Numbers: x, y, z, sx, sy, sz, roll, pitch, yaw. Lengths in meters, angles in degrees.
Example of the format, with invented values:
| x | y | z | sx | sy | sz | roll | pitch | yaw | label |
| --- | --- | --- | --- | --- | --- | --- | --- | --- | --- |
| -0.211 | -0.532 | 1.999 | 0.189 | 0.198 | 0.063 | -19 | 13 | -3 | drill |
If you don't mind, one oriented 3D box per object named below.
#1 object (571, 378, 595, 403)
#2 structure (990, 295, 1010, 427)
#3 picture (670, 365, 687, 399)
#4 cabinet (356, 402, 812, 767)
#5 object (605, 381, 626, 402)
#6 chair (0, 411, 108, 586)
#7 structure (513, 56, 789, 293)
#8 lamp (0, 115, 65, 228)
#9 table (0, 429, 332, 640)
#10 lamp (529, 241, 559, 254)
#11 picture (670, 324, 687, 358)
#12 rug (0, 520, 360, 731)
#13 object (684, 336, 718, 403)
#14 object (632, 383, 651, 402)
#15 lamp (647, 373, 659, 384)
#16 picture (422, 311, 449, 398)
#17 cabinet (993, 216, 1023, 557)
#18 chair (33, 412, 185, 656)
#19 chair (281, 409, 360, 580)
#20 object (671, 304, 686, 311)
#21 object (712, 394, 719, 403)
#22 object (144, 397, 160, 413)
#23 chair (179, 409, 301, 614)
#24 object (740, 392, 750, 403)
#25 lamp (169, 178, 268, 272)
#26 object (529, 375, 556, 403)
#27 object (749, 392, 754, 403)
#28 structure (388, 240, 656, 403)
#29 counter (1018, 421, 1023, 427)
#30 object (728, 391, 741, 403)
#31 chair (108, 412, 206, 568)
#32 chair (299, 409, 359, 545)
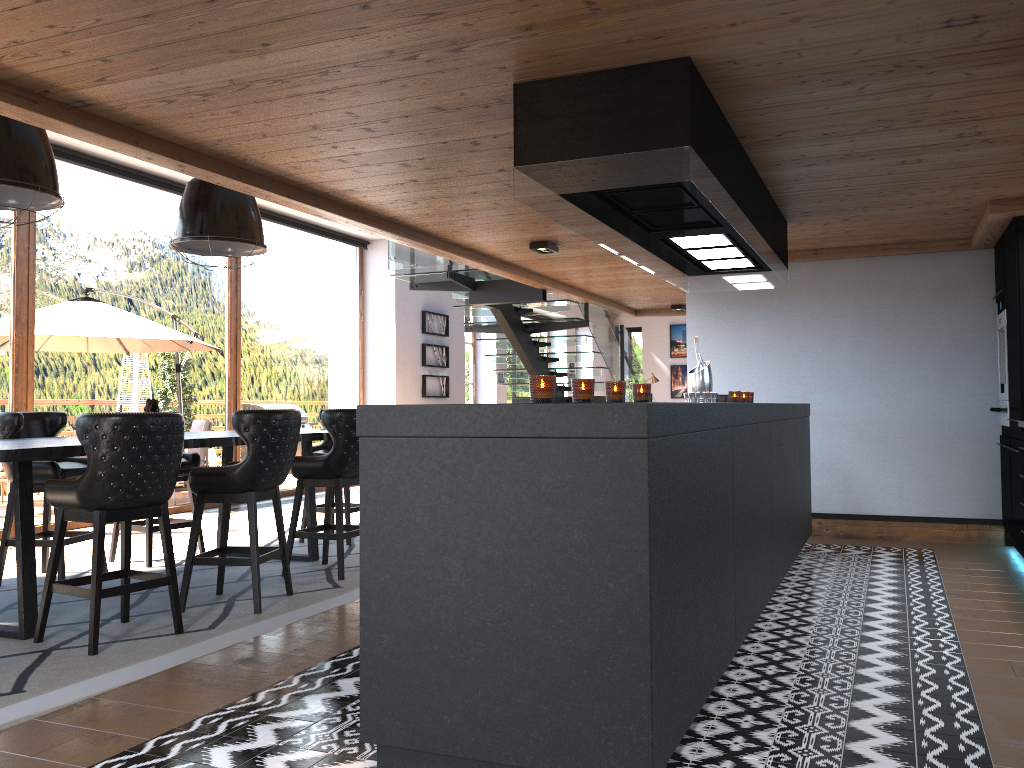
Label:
| x | y | z | sx | sy | sz | roll | pitch | yaw | label |
| --- | --- | --- | --- | --- | --- | --- | --- | --- | --- |
| 0.235 | 0.023 | 2.926 | 0.080 | 0.081 | 0.078 | 0 | -2 | -22 | object |
| 3.699 | -0.159 | 6.570 | 0.253 | 0.946 | 0.602 | -1 | -2 | 23 | structure |
| 4.294 | -0.058 | 21.575 | 0.872 | 0.816 | 0.036 | -1 | -2 | 22 | picture |
| 0.906 | 0.657 | 4.661 | 0.881 | 1.104 | 4.840 | -1 | -2 | 23 | cabinet |
| 0.381 | 0.031 | 3.266 | 0.080 | 0.081 | 0.078 | 0 | -2 | -22 | object |
| -2.978 | 0.720 | 5.653 | 0.567 | 1.092 | 0.505 | -1 | -2 | 7 | chair |
| 0.977 | -0.944 | 4.895 | 0.705 | 0.476 | 3.277 | -1 | -2 | 23 | structure |
| -2.606 | -3.138 | 4.525 | 0.627 | 4.687 | 0.616 | 0 | -2 | -22 | lamp |
| -2.172 | 0.799 | 5.454 | 1.417 | 0.950 | 3.828 | -1 | -2 | 23 | table |
| 0.253 | -1.084 | 7.003 | 0.154 | 0.068 | 0.263 | -1 | -2 | 23 | lamp |
| 4.286 | -1.052 | 21.614 | 0.872 | 0.816 | 0.036 | -1 | -2 | 22 | picture |
| -1.984 | 1.260 | 5.712 | 2.530 | 0.047 | 5.678 | -1 | -2 | 23 | rug |
| 1.257 | -0.091 | 5.930 | 0.224 | 0.453 | 0.227 | -1 | -2 | 23 | object |
| 0.527 | 0.039 | 3.605 | 0.080 | 0.081 | 0.078 | 0 | -2 | -22 | object |
| 2.916 | 0.678 | 20.864 | 0.521 | 1.900 | 1.338 | -3 | -3 | 44 | lamp |
| -1.178 | -0.445 | 13.719 | 0.058 | 1.313 | 0.780 | -1 | -2 | 23 | picture |
| 2.715 | -0.020 | 3.804 | 0.538 | 2.381 | 6.483 | -1 | -2 | 23 | cabinet |
| -1.855 | 0.682 | 4.201 | 0.562 | 1.092 | 0.509 | -2 | -3 | 32 | chair |
| -1.130 | 0.709 | 5.846 | 0.563 | 1.092 | 0.508 | -1 | -2 | 22 | chair |
| 2.145 | -0.984 | 11.395 | 0.154 | 0.068 | 0.263 | -1 | -2 | 23 | object |
| 1.550 | 0.115 | 6.815 | 0.080 | 0.081 | 0.078 | 1 | -2 | -32 | object |
| -2.295 | 0.207 | 5.473 | 0.222 | 0.254 | 0.115 | 0 | -2 | -15 | object |
| -1.469 | 0.688 | 4.936 | 0.567 | 1.092 | 0.505 | -1 | -2 | 7 | chair |
| 1.590 | 0.095 | 6.071 | 0.079 | 0.081 | 0.079 | 0 | -2 | -12 | object |
| -1.971 | -3.105 | 6.000 | 0.627 | 4.687 | 0.616 | 0 | -2 | -22 | lamp |
| 0.089 | 0.016 | 2.587 | 0.080 | 0.081 | 0.078 | 0 | -2 | -22 | object |
| 1.665 | 0.099 | 6.247 | 0.079 | 0.081 | 0.079 | 0 | -2 | -12 | object |
| -1.751 | 1.018 | 11.089 | 9.131 | 6.401 | 11.116 | -1 | -2 | 23 | structure |
| 2.976 | 0.222 | 4.393 | 0.527 | 0.040 | 2.588 | -1 | -2 | 23 | counter |
| 1.437 | 0.087 | 5.716 | 0.079 | 0.081 | 0.079 | 0 | -2 | -12 | object |
| -2.592 | 0.746 | 6.387 | 0.562 | 1.092 | 0.509 | -2 | -3 | 32 | chair |
| -1.402 | 0.751 | 7.314 | 0.500 | 1.092 | 0.572 | -1 | -2 | 22 | chair |
